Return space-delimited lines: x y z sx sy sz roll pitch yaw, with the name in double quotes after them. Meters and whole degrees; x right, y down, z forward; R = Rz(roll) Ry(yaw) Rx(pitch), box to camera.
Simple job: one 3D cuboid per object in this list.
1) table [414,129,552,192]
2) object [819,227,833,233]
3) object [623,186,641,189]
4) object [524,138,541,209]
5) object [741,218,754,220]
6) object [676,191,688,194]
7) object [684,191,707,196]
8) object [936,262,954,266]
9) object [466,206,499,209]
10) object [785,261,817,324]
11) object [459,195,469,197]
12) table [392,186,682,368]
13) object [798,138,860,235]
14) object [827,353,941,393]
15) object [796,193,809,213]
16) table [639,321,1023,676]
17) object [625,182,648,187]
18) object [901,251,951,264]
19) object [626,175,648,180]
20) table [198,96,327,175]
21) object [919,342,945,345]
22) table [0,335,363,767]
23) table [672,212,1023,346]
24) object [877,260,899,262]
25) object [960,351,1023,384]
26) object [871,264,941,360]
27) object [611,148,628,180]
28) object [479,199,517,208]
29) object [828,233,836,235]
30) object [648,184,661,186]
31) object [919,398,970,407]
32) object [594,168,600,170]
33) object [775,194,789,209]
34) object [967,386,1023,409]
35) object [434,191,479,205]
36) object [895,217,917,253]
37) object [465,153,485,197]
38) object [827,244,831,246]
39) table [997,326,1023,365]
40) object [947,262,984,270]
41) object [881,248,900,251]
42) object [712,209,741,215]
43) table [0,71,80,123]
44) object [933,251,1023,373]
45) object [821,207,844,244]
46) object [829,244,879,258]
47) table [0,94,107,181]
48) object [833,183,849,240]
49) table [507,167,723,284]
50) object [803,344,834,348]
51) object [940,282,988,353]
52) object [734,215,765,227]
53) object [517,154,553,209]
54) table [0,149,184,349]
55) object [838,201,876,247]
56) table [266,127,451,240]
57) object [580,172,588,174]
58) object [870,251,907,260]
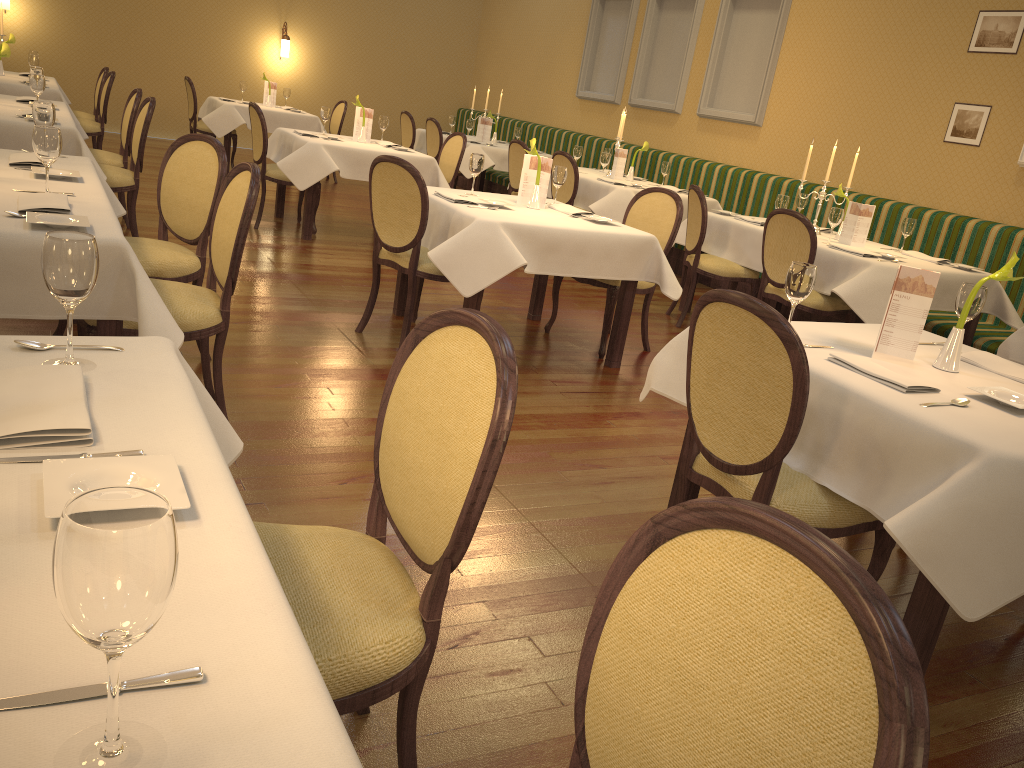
-0.440 -2.558 10.740 1.385 0.759 2.152 0 20 -29 "table"
2.211 -1.154 6.526 0.142 0.033 0.273 0 20 -29 "object"
1.007 -1.662 7.480 0.181 0.015 0.038 0 20 -27 "object"
0.120 -1.141 4.813 0.076 0.375 0.163 22 22 35 "object"
1.672 -1.190 6.374 0.181 0.015 0.038 0 20 -27 "object"
1.522 -1.687 7.829 0.181 0.015 0.038 0 20 -27 "object"
1.609 -1.656 7.765 0.160 0.024 0.160 0 20 -29 "object"
2.742 -0.757 5.603 0.181 0.015 0.038 0 20 -27 "object"
-0.150 -0.905 4.534 0.181 0.015 0.038 0 20 -27 "object"
0.863 -0.253 2.705 0.088 0.229 0.088 15 19 17 "object"
-0.323 -1.043 4.876 0.185 0.010 0.017 0 20 -29 "object"
-0.015 -0.604 4.933 1.389 0.759 1.395 0 20 -27 "table"
2.159 -1.362 6.123 0.390 0.655 0.131 5 18 -15 "object"
1.023 -0.031 2.447 0.142 0.024 0.273 0 20 -29 "object"
2.177 -1.323 6.699 0.088 0.229 0.088 15 19 17 "object"
1.203 0.324 2.712 1.389 0.759 1.395 0 20 -27 "table"
1.076 -1.705 7.636 0.160 0.024 0.160 0 20 -29 "object"
2.682 -0.820 5.745 0.142 0.033 0.273 0 20 -29 "object"
1.202 -1.978 8.546 0.160 0.024 0.160 0 20 -29 "object"
-2.940 -2.834 10.271 1.389 0.759 1.395 0 20 -27 "table"
1.418 -0.138 3.001 0.185 0.010 0.017 0 20 -27 "object"
-0.817 0.568 0.893 1.385 0.759 2.152 0 20 -29 "table"
2.108 -0.615 6.090 1.385 0.759 2.152 0 20 -29 "table"
2.228 -0.731 5.253 0.181 0.015 0.038 0 20 -27 "object"
1.547 -0.047 2.758 0.142 0.033 0.273 0 20 -29 "object"
1.159 -0.216 2.674 0.166 0.277 0.081 2 19 -23 "object"
0.965 -2.018 8.131 0.081 0.277 0.166 20 20 30 "object"
-0.082 -0.948 4.690 0.160 0.024 0.160 0 20 -29 "object"
2.325 -1.085 6.403 0.185 0.010 0.017 0 20 -27 "object"
1.333 -1.842 8.214 0.185 0.010 0.017 0 20 -27 "object"
1.099 0.047 2.254 0.181 0.015 0.038 0 20 -27 "object"
0.904 -2.183 9.034 0.181 0.015 0.038 0 20 -27 "object"
1.822 -1.169 6.035 0.088 0.229 0.088 15 19 17 "object"
1.328 0.045 2.368 0.160 0.024 0.160 0 20 -29 "object"
-0.295 -0.982 4.687 0.142 0.024 0.273 0 20 -29 "object"
2.615 -0.986 5.889 0.088 0.229 0.088 13 18 11 "object"
-0.209 -1.178 4.993 0.088 0.229 0.088 13 18 11 "object"
2.054 -0.870 5.595 0.185 0.010 0.017 0 20 -29 "object"
3.326 0.313 3.867 1.385 0.759 2.152 0 20 -29 "table"
2.829 -0.725 5.539 0.160 0.024 0.160 0 20 -29 "object"
2.553 -0.912 5.987 0.185 0.010 0.017 0 20 -27 "object"
1.560 -1.247 6.478 0.160 0.024 0.160 0 20 -29 "object"
-4.736 -2.419 8.043 1.385 0.759 2.152 0 20 -29 "table"
1.378 -0.215 2.618 0.163 0.375 0.076 7 18 -8 "object"
2.045 -1.005 5.647 0.088 0.229 0.088 15 19 17 "object"
2.082 -0.809 5.406 0.142 0.024 0.273 0 20 -29 "object"
-3.373 -1.380 5.557 1.385 0.759 2.152 0 20 -29 "table"
2.220 -1.160 5.979 0.163 0.375 0.076 7 18 -8 "object"
0.888 -1.546 8.316 1.385 0.759 2.152 0 20 -29 "table"
0.894 -0.115 2.654 0.185 0.010 0.017 0 20 -29 "object"
1.480 -0.212 2.902 0.088 0.229 0.088 15 19 17 "object"
1.700 -1.139 6.211 0.142 0.033 0.273 0 20 -29 "object"
0.138 -1.131 4.959 0.166 0.277 0.081 15 18 15 "object"
-2.024 -0.352 3.095 1.385 0.759 2.152 0 20 -29 "table"
2.249 -1.039 5.790 0.166 0.277 0.081 16 19 20 "object"
-1.387 -1.650 7.438 1.389 0.759 1.395 0 20 -27 "table"
0.624 -1.960 8.206 0.185 0.010 0.017 0 20 -29 "object"
2.296 -0.775 5.409 0.160 0.024 0.160 0 20 -29 "object"
